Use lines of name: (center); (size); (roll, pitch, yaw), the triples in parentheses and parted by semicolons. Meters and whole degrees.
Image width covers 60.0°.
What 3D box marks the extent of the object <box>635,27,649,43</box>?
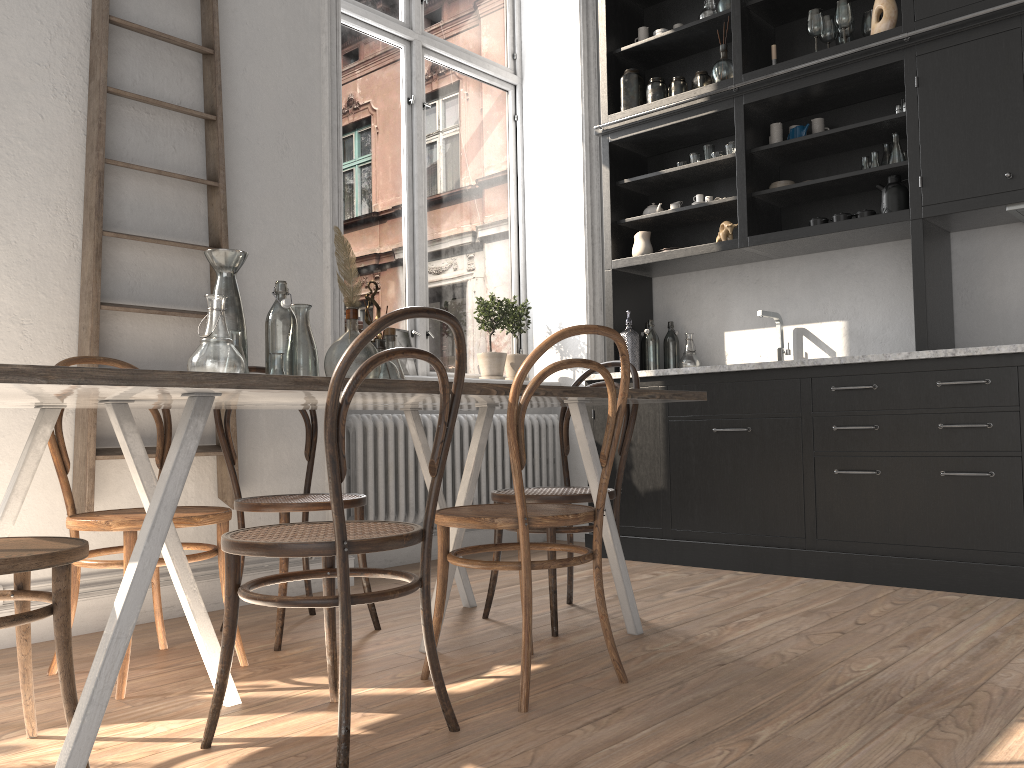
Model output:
object: (0.731, -1.915, 4.961); (0.059, 0.135, 0.082); (0, -3, -21)

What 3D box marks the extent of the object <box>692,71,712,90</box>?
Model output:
object: (1.021, -1.579, 4.761); (0.092, 0.184, 0.092); (1, -3, -34)

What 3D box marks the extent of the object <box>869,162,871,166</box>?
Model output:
object: (1.699, -1.003, 4.204); (0.058, 0.094, 0.058); (-2, -3, 18)

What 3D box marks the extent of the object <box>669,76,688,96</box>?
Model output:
object: (0.892, -1.560, 4.747); (0.096, 0.150, 0.096); (-3, -3, 30)

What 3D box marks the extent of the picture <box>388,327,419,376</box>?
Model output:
picture: (-0.609, -0.158, 4.653); (0.149, 0.264, 0.221); (-2, -3, 25)

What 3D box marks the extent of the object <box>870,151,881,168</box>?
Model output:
object: (1.658, -1.010, 4.048); (0.058, 0.094, 0.058); (-1, -3, -9)

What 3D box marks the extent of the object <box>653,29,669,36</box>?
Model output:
object: (0.828, -1.900, 4.907); (0.096, 0.095, 0.096); (0, -3, -14)

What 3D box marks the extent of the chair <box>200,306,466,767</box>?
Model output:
chair: (-0.374, 0.314, 1.941); (0.549, 0.920, 0.438); (-3, -3, 37)

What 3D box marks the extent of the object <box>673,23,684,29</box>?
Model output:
object: (0.931, -1.922, 4.912); (0.059, 0.135, 0.082); (0, -3, -26)

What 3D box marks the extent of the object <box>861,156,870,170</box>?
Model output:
object: (1.642, -1.006, 4.119); (0.058, 0.094, 0.058); (-1, -3, -9)

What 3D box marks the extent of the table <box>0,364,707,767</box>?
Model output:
table: (-0.489, 0.413, 2.457); (1.100, 0.779, 2.200); (-4, -4, 41)

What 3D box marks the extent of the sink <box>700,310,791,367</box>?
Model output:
sink: (1.217, -0.116, 4.360); (0.526, 0.504, 0.514); (-4, -4, 41)

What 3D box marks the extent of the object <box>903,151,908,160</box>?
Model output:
object: (1.816, -1.016, 4.100); (0.067, 0.108, 0.067); (-3, -3, 30)

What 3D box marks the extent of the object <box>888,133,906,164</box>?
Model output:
object: (1.729, -1.046, 3.988); (0.083, 0.158, 0.083); (-2, -3, 26)

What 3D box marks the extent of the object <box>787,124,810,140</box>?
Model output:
object: (1.401, -1.206, 4.336); (0.082, 0.093, 0.140); (-1, -3, 7)

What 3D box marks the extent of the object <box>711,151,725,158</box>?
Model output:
object: (1.061, -1.164, 4.569); (0.071, 0.047, 0.072); (-1, -3, -11)

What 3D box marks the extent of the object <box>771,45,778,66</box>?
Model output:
object: (1.291, -1.594, 4.366); (0.123, 0.161, 0.123); (1, -4, -40)

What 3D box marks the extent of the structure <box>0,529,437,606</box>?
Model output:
structure: (-1.490, -1.370, 3.319); (0.340, 4.472, 5.182); (-3, -4, 42)

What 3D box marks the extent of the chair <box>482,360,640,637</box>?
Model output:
chair: (0.189, 0.367, 3.158); (0.549, 0.920, 0.438); (1, -3, -36)

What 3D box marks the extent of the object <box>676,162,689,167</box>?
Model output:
object: (0.909, -1.153, 4.730); (0.071, 0.047, 0.072); (-1, -3, -11)

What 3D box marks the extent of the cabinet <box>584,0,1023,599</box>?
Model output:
cabinet: (1.753, -0.959, 3.867); (3.251, 3.582, 0.635); (-4, -4, 41)

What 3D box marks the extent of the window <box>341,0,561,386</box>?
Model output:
window: (1.295, -5.504, 11.877); (26.404, 15.929, 14.387); (-4, -4, 41)

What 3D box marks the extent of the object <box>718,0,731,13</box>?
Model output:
object: (1.117, -2.047, 4.562); (0.123, 0.340, 0.118); (0, -3, -30)

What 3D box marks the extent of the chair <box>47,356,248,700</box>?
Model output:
chair: (-1.072, 0.361, 2.568); (0.549, 0.920, 0.438); (-3, -3, 40)

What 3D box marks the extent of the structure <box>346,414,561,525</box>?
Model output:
structure: (-0.287, 0.434, 4.670); (0.194, 0.552, 1.577); (-3, -4, 41)

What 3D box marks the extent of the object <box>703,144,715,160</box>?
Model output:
object: (1.030, -1.190, 4.633); (0.060, 0.107, 0.060); (0, -3, -21)

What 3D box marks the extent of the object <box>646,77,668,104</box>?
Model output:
object: (0.779, -1.559, 4.774); (0.114, 0.155, 0.114); (2, -4, -45)

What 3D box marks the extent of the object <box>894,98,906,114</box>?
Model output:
object: (1.776, -1.241, 4.030); (0.040, 0.116, 0.080); (0, -3, -28)

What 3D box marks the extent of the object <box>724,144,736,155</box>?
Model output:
object: (1.116, -1.179, 4.515); (0.064, 0.069, 0.064); (-3, -3, 34)

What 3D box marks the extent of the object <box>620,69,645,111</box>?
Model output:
object: (0.659, -1.594, 4.856); (0.118, 0.238, 0.118); (-2, -3, 27)

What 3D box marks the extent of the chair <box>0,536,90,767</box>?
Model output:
chair: (-1.120, 0.317, 1.715); (0.549, 0.920, 0.438); (1, -3, -40)

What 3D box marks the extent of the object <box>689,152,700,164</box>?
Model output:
object: (0.981, -1.182, 4.766); (0.060, 0.107, 0.060); (-2, -3, 9)

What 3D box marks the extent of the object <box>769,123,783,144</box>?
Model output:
object: (1.317, -1.221, 4.417); (0.059, 0.135, 0.082); (-2, -3, 9)

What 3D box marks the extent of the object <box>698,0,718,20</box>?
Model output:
object: (1.044, -1.979, 4.669); (0.132, 0.219, 0.132); (-2, -3, 16)

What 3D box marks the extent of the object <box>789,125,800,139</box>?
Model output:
object: (1.413, -1.222, 4.445); (0.082, 0.135, 0.059); (0, -3, -21)

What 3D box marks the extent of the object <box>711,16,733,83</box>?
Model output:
object: (1.070, -1.681, 4.481); (0.134, 0.357, 0.134); (-1, -3, -3)

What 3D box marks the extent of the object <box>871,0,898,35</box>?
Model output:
object: (1.663, -1.675, 3.963); (0.094, 0.267, 0.116); (-1, -3, -7)

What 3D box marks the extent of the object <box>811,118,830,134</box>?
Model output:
object: (1.513, -1.229, 4.347); (0.082, 0.135, 0.059); (-2, -3, 24)

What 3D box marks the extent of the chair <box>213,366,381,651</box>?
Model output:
chair: (-0.751, 0.380, 3.049); (0.438, 0.920, 0.549); (1, -4, -41)

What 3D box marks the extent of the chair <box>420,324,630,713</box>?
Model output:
chair: (0.042, 0.328, 2.354); (0.438, 0.920, 0.549); (1, -3, -37)

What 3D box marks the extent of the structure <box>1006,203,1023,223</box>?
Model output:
structure: (2.428, -0.739, 3.434); (0.844, 0.123, 0.379); (-4, -4, 41)

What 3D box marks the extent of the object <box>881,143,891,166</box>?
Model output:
object: (1.747, -1.039, 4.128); (0.083, 0.158, 0.083); (1, -3, -38)

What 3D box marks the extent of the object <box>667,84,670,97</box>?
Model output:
object: (0.902, -1.565, 4.895); (0.092, 0.184, 0.092); (-1, -3, 7)

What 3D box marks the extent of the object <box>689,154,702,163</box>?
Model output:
object: (0.967, -1.168, 4.671); (0.064, 0.069, 0.064); (-1, -3, -1)

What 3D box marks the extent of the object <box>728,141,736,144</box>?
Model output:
object: (1.148, -1.195, 4.586); (0.060, 0.107, 0.060); (-2, -3, 14)
